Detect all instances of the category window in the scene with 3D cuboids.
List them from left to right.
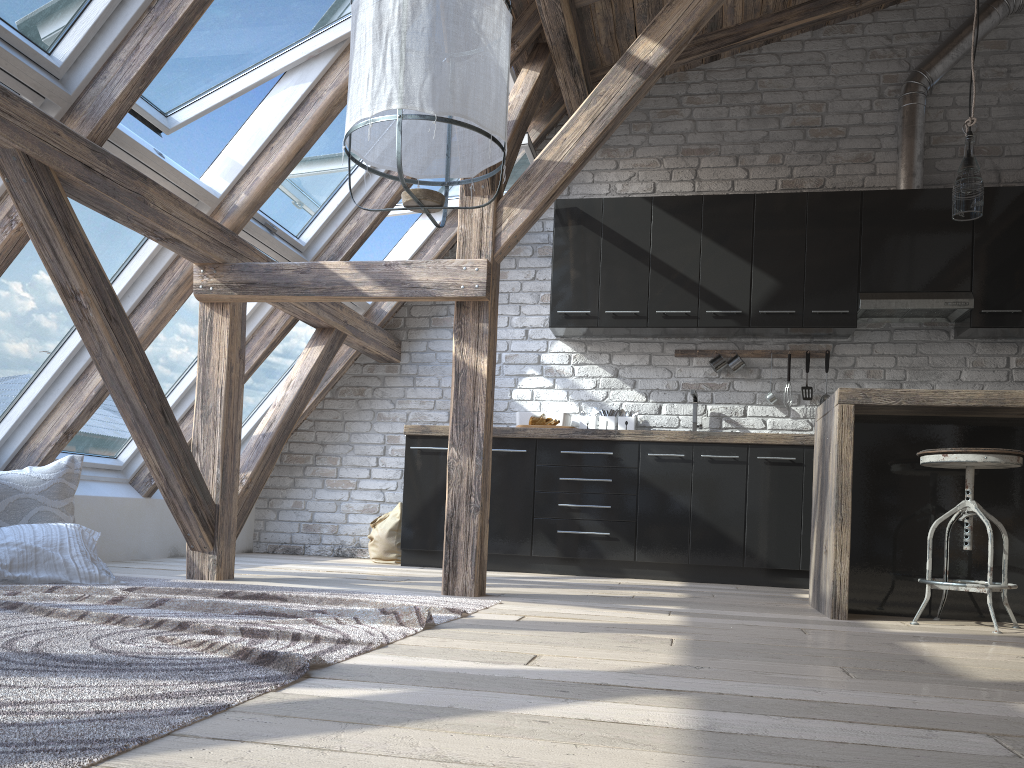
[{"bbox_3d":[-2.088,-0.440,2.568,1.095,1.268,0.862,2,-4,11],"label":"window"},{"bbox_3d":[-1.909,-0.295,3.469,1.095,1.268,0.862,2,-4,11],"label":"window"},{"bbox_3d":[-1.059,-1.609,2.404,1.095,1.268,0.862,2,-4,11],"label":"window"},{"bbox_3d":[-1.730,-0.149,4.371,1.095,1.268,0.862,2,-4,11],"label":"window"},{"bbox_3d":[-1.551,-0.004,5.273,1.095,1.268,0.862,2,-4,11],"label":"window"},{"bbox_3d":[-0.928,-1.464,3.316,1.405,1.268,0.862,1,-4,11],"label":"window"},{"bbox_3d":[-0.701,-1.318,4.208,1.095,1.268,0.862,2,-4,11],"label":"window"},{"bbox_3d":[-0.583,-1.174,5.122,1.519,1.268,0.862,1,-4,11],"label":"window"}]

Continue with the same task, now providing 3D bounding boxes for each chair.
[{"bbox_3d":[1.647,0.557,3.178,0.354,0.632,0.356,-1,-5,45],"label":"chair"}]

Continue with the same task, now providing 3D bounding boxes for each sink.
[{"bbox_3d":[1.082,0.282,5.230,0.525,0.512,0.519,1,-5,11],"label":"sink"}]

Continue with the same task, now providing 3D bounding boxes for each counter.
[{"bbox_3d":[1.101,0.611,4.376,3.809,0.846,2.267,1,-8,11],"label":"counter"}]

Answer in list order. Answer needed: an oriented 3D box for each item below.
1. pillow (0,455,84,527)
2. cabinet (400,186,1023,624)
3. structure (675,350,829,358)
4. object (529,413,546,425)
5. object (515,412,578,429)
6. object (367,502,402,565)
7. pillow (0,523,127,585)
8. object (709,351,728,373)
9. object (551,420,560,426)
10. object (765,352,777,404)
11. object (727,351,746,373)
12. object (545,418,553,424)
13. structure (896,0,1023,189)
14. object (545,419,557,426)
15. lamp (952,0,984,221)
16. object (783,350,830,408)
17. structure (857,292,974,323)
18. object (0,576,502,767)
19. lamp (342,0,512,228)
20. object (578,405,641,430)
[{"bbox_3d":[-2.109,0.477,3.222,0.500,0.529,1.168,1,-8,16],"label":"pillow"},{"bbox_3d":[1.351,-0.198,4.427,4.211,2.492,2.112,1,-5,11],"label":"cabinet"},{"bbox_3d":[1.476,-0.192,5.427,0.931,0.045,0.082,1,-7,11],"label":"structure"},{"bbox_3d":[0.149,0.217,5.255,0.090,0.087,0.087,4,-5,-11],"label":"object"},{"bbox_3d":[0.212,0.237,5.421,0.381,0.132,0.596,3,-8,0],"label":"object"},{"bbox_3d":[-0.785,0.949,5.630,0.393,0.387,0.340,-1,-6,37],"label":"object"},{"bbox_3d":[-1.775,0.641,3.289,0.540,0.240,0.477,8,-9,-37],"label":"pillow"},{"bbox_3d":[1.279,-0.136,5.450,0.117,0.138,0.094,1,-4,13],"label":"object"},{"bbox_3d":[0.255,0.240,5.276,0.073,0.054,0.083,4,-7,-12],"label":"object"},{"bbox_3d":[1.590,-0.038,5.389,0.071,0.324,0.066,2,-2,11],"label":"object"},{"bbox_3d":[1.384,-0.136,5.421,0.117,0.138,0.094,0,-4,28],"label":"object"},{"bbox_3d":[0.215,0.238,5.316,0.074,0.066,0.080,4,-6,-17],"label":"object"},{"bbox_3d":[2.793,-1.711,5.169,0.982,1.276,0.171,2,-2,11],"label":"structure"},{"bbox_3d":[0.231,0.235,5.260,0.072,0.057,0.084,4,-7,-13],"label":"object"},{"bbox_3d":[1.729,-1.279,3.274,0.108,1.280,0.226,2,-2,13],"label":"lamp"},{"bbox_3d":[1.791,-0.019,5.315,0.282,0.379,0.070,2,-2,12],"label":"object"},{"bbox_3d":[2.309,-0.448,5.124,0.599,0.103,0.373,1,-8,11],"label":"structure"},{"bbox_3d":[-1.423,0.526,1.972,2.186,0.056,3.224,1,-9,12],"label":"object"},{"bbox_3d":[-0.178,-1.372,2.217,0.409,1.883,0.400,4,-2,-37],"label":"lamp"},{"bbox_3d":[0.609,0.239,5.539,0.404,0.199,0.148,1,-4,13],"label":"object"}]
